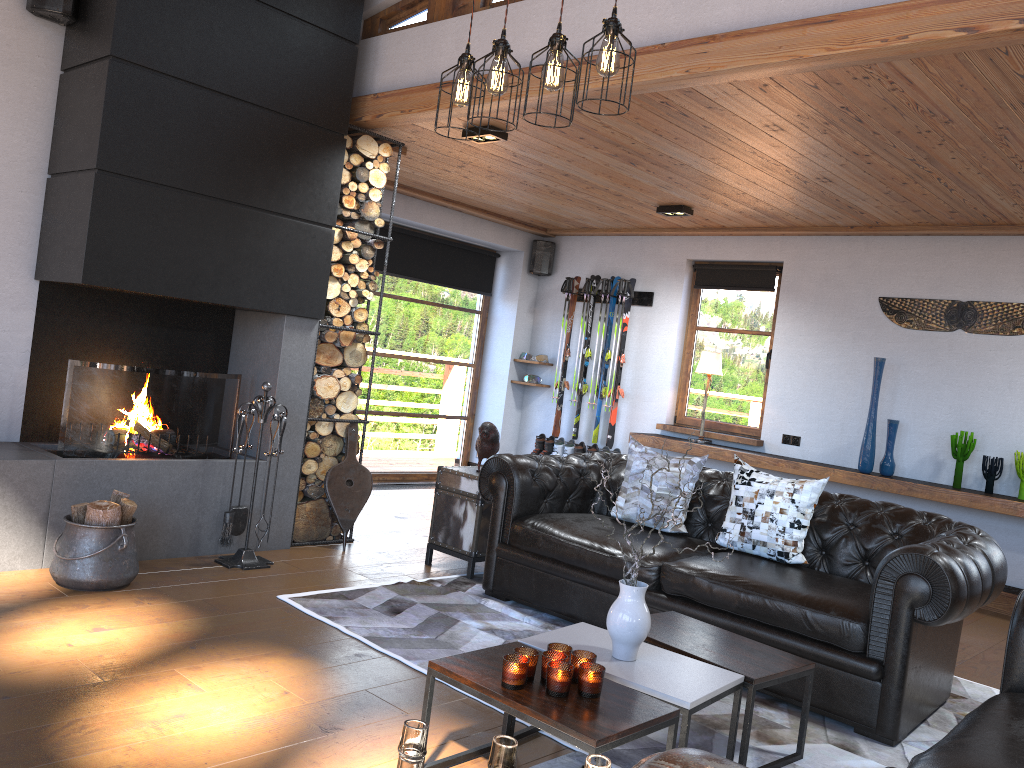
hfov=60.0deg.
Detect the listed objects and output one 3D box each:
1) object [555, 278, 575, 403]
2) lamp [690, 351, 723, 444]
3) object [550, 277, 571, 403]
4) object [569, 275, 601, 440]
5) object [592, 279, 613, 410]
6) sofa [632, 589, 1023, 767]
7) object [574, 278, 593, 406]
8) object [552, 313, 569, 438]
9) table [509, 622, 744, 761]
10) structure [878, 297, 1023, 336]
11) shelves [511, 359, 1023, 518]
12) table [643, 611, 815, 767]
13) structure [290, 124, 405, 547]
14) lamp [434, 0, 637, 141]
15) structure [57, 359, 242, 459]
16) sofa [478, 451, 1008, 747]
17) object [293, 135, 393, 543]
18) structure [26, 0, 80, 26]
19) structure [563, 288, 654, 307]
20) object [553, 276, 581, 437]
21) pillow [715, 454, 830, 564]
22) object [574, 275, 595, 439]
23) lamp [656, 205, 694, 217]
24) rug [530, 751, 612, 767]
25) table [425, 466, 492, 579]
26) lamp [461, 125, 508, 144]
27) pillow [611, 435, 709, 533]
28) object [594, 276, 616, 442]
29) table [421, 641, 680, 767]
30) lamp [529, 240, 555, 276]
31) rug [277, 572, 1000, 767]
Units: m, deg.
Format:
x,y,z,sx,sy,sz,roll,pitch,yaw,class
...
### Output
x,y,z,sx,sy,sz,roll,pitch,yaw,class
0.487,-0.432,8.750,0.120,1.249,0.059,8,0,24,object
1.774,0.473,7.815,0.639,1.481,0.243,7,1,-44,lamp
0.464,-0.433,8.671,0.058,1.249,0.122,8,0,25,object
0.685,-0.263,8.580,0.103,1.622,0.257,8,1,39,object
0.826,-0.381,8.439,0.120,1.249,0.059,8,0,24,object
1.327,1.007,1.715,1.226,0.838,2.594,8,2,42,sofa
0.657,-0.407,8.594,0.120,1.249,0.059,8,0,24,object
0.501,-0.261,8.823,0.094,1.606,0.116,8,1,42,object
0.373,1.092,2.976,0.643,0.350,0.404,8,1,37,table
3.266,-0.496,6.460,1.234,0.240,0.099,9,1,42,structure
2.424,0.599,6.992,6.570,0.988,0.619,9,1,43,shelves
0.708,1.128,3.292,0.404,0.350,0.643,7,1,-43,table
-1.212,-0.312,5.749,0.506,2.616,0.507,8,1,42,structure
0.165,-2.005,3.157,0.795,2.201,0.264,8,1,33,lamp
-1.915,0.173,4.865,0.181,0.514,0.993,8,1,42,structure
1.089,0.909,4.575,2.538,0.838,1.253,8,2,42,sofa
-1.225,-0.307,5.750,0.461,2.611,0.499,8,1,42,object
-2.333,-2.050,4.537,0.211,0.349,0.216,8,1,42,structure
0.851,-0.860,8.553,1.039,0.135,0.322,9,2,42,structure
0.565,-0.266,8.751,0.094,1.606,0.116,8,1,42,object
1.305,0.625,4.479,0.286,0.469,0.522,7,1,-45,pillow
0.693,-0.264,8.684,0.072,1.622,0.112,8,1,42,object
1.302,-1.388,7.078,0.258,0.068,0.157,9,2,42,lamp
-0.215,1.224,0.805,2.405,0.053,3.851,9,2,43,rug
-0.217,0.835,5.440,0.413,0.609,0.410,8,1,42,table
-0.166,-1.540,5.455,0.258,0.068,0.157,9,2,42,lamp
0.813,0.551,4.932,0.286,0.469,0.522,7,1,-45,pillow
0.875,-0.237,8.558,0.072,1.622,0.112,8,1,42,object
0.094,1.064,2.632,0.643,0.350,0.404,8,1,42,table
0.310,-1.296,9.133,0.211,0.349,0.216,8,1,42,lamp
1.108,1.323,3.874,4.000,0.053,2.459,9,2,43,rug
